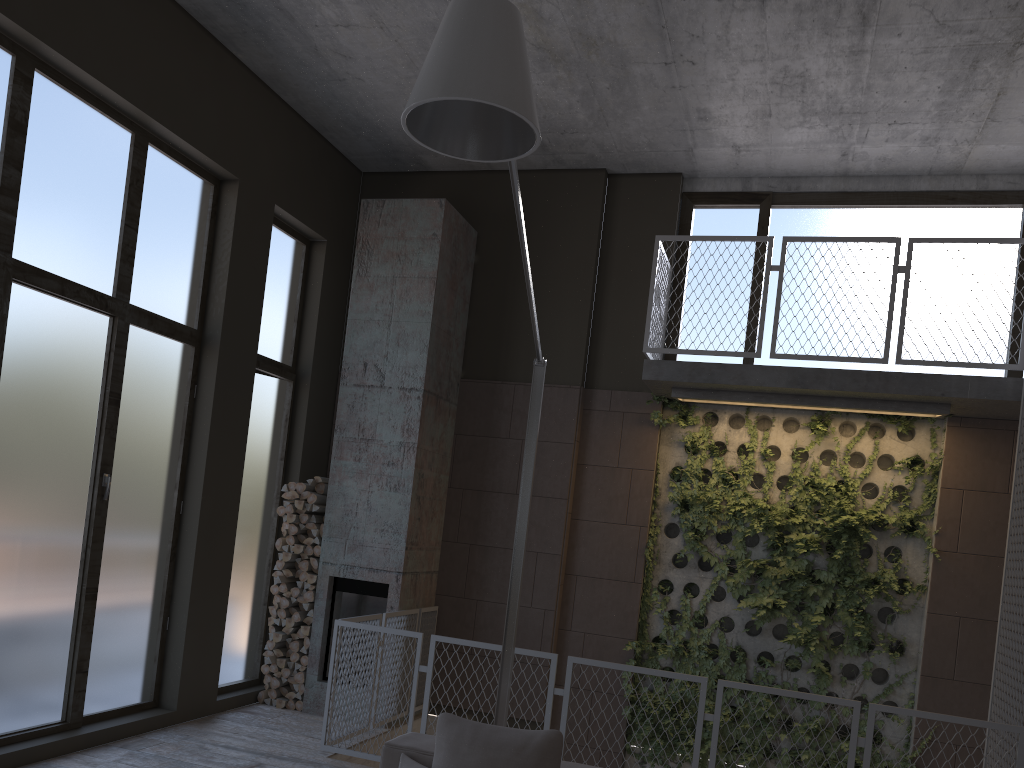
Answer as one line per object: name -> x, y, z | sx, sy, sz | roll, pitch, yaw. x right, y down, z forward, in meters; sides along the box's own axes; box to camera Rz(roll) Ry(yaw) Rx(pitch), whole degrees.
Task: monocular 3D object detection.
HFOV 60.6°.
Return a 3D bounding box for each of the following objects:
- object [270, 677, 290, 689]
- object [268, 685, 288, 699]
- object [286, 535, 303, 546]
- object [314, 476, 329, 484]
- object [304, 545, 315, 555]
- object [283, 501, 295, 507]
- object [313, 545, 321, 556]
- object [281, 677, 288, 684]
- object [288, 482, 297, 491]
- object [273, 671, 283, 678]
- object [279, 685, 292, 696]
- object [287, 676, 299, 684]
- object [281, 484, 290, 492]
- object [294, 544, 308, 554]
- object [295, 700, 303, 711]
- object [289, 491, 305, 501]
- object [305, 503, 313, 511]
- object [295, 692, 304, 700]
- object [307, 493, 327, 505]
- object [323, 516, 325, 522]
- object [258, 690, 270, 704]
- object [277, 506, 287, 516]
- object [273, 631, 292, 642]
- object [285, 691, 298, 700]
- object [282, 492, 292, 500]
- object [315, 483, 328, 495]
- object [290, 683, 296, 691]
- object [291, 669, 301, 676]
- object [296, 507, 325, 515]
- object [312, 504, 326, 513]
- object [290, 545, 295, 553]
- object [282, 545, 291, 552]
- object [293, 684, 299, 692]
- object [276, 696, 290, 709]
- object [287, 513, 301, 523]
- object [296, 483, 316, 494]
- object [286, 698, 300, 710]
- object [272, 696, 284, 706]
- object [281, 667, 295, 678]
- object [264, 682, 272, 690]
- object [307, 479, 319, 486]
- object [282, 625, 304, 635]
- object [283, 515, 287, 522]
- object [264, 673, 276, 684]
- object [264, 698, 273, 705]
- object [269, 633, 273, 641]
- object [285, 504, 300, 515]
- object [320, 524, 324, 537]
object -> -2.053, 2.675, 7.903 | 0.098, 0.106, 0.299 | 5, -8, 19
object -> -2.063, 2.786, 7.979 | 0.092, 0.092, 0.444 | 5, -9, 17
object -> -1.909, 1.428, 7.998 | 0.092, 0.092, 0.444 | 5, -9, 17
object -> -1.677, 0.881, 7.950 | 0.087, 0.055, 0.337 | 4, -9, 17
object -> -1.727, 1.510, 7.948 | 0.090, 0.088, 0.462 | 5, -9, 17
object -> -1.947, 1.105, 7.988 | 0.066, 0.085, 0.432 | 5, -9, 16
object -> -1.645, 1.506, 7.918 | 0.091, 0.091, 0.444 | 5, -9, 17
object -> -1.969, 2.653, 7.937 | 0.064, 0.073, 0.365 | 5, -9, 16
object -> -1.885, 0.954, 7.991 | 0.090, 0.089, 0.462 | 5, -9, 16
object -> -2.030, 2.606, 7.931 | 0.088, 0.056, 0.338 | 4, -9, 17
object -> -1.980, 2.780, 7.981 | 0.101, 0.086, 0.368 | 5, -9, 17
object -> -1.872, 2.645, 7.903 | 0.121, 0.067, 0.369 | 4, -9, 19
object -> -1.956, 0.960, 7.982 | 0.067, 0.068, 0.430 | 5, -9, 17
object -> -1.812, 1.502, 7.955 | 0.093, 0.083, 0.487 | 5, -9, 17
object -> -1.799, 2.864, 7.900 | 0.091, 0.091, 0.444 | 5, -9, 17
object -> -1.864, 1.022, 7.939 | 0.112, 0.079, 0.442 | 4, -9, 17
object -> -1.736, 1.125, 7.917 | 0.067, 0.066, 0.429 | 5, -9, 17
object -> -1.818, 2.773, 7.900 | 0.071, 0.072, 0.429 | 5, -9, 17
object -> -1.691, 1.047, 7.900 | 0.093, 0.092, 0.444 | 5, -9, 17
object -> -1.602, 1.235, 7.983 | 0.099, 0.101, 0.297 | 5, -8, 19
object -> -2.184, 2.821, 7.970 | 0.063, 0.124, 0.369 | 6, -8, 17
object -> -1.984, 1.167, 7.979 | 0.091, 0.091, 0.444 | 5, -9, 17
object -> -1.992, 2.275, 7.929 | 0.093, 0.083, 0.487 | 5, -9, 17
object -> -1.888, 2.796, 7.940 | 0.114, 0.078, 0.442 | 4, -9, 17
object -> -1.948, 1.034, 8.004 | 0.122, 0.068, 0.369 | 4, -9, 19
object -> -1.675, 0.963, 7.978 | 0.099, 0.107, 0.299 | 5, -8, 19
object -> -1.908, 2.732, 7.997 | 0.103, 0.101, 0.296 | 5, -8, 17
object -> -1.853, 2.585, 7.929 | 0.067, 0.070, 0.430 | 5, -9, 17
object -> -1.797, 1.163, 7.948 | 0.114, 0.078, 0.442 | 4, -9, 17
object -> -1.659, 1.129, 7.893 | 0.066, 0.067, 0.429 | 5, -9, 17
object -> -1.885, 1.508, 7.980 | 0.067, 0.066, 0.429 | 5, -9, 17
object -> -1.961, 1.501, 8.004 | 0.067, 0.066, 0.429 | 5, -9, 17
object -> -1.843, 2.715, 7.903 | 0.066, 0.084, 0.432 | 5, -9, 16
object -> -1.967, 2.860, 7.937 | 0.093, 0.083, 0.487 | 5, -9, 17
object -> -1.875, 1.227, 7.944 | 0.093, 0.083, 0.487 | 5, -9, 17
object -> -1.824, 0.950, 7.883 | 0.103, 0.102, 0.297 | 5, -8, 17
object -> -1.881, 2.867, 7.930 | 0.090, 0.088, 0.462 | 5, -9, 17
object -> -2.039, 2.865, 7.961 | 0.067, 0.066, 0.429 | 5, -9, 17
object -> -1.929, 2.585, 7.921 | 0.090, 0.088, 0.462 | 5, -9, 16
object -> -2.141, 2.701, 7.887 | 0.045, 0.072, 0.255 | 5, -9, 17
object -> -1.747, 0.909, 7.943 | 0.065, 0.072, 0.365 | 5, -9, 16
object -> -1.914, 2.211, 7.933 | 0.114, 0.078, 0.442 | 4, -9, 17
object -> -1.948, 1.233, 7.968 | 0.067, 0.066, 0.429 | 5, -9, 17
object -> -2.128, 2.668, 7.974 | 0.100, 0.102, 0.297 | 5, -8, 19
object -> -2.116, 2.859, 7.985 | 0.067, 0.066, 0.429 | 5, -9, 17
object -> -2.065, 2.281, 7.953 | 0.067, 0.066, 0.429 | 5, -9, 17
object -> -1.900, 1.147, 7.949 | 0.090, 0.088, 0.462 | 5, -9, 17
object -> -1.618, 1.325, 7.909 | 0.063, 0.125, 0.370 | 6, -8, 17
